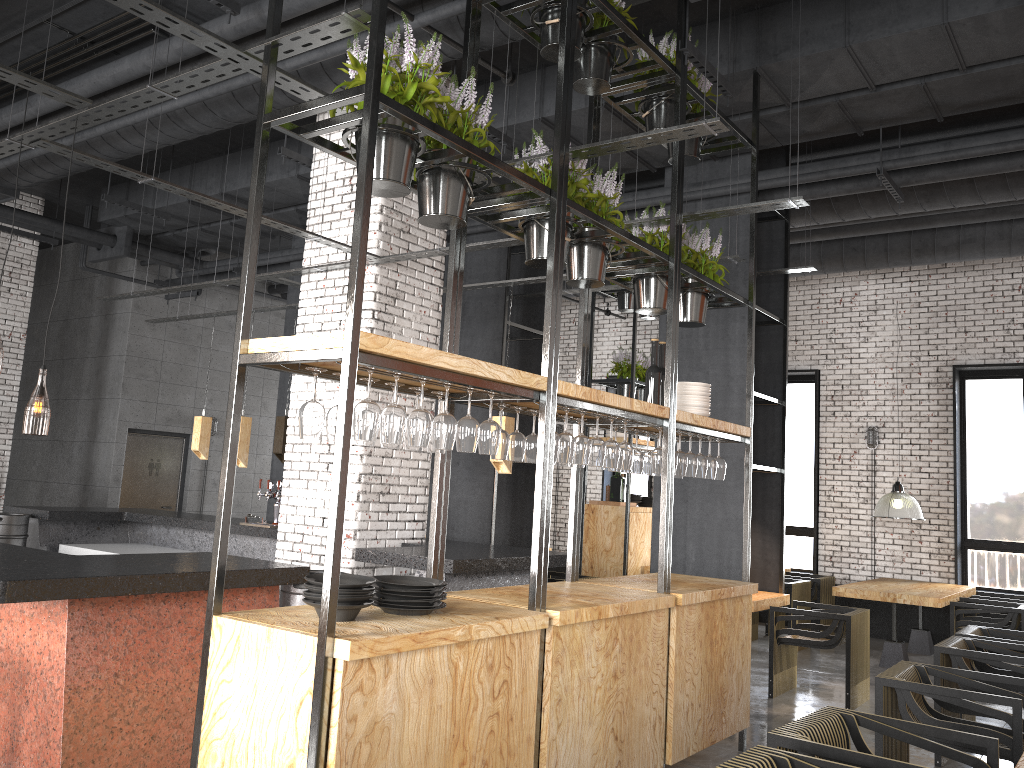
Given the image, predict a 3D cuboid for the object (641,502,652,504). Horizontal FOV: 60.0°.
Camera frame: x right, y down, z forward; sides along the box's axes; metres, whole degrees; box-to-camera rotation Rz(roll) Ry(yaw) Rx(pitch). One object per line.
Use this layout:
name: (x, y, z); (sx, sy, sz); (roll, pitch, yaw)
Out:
object: (1.668, 1.486, 11.039); (0.305, 0.044, 0.305); (-2, -8, 36)

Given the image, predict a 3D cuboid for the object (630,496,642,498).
object: (1.451, 1.399, 10.774); (0.257, 0.072, 0.256); (-2, -8, 35)

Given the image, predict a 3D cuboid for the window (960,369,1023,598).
window: (5.731, 1.155, 10.535); (0.748, 2.706, 0.364); (-2, -10, 35)

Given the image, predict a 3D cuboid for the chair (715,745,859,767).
chair: (0.889, 1.550, 2.548); (0.638, 0.732, 0.655); (-2, -9, 36)

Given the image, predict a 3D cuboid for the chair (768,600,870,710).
chair: (2.530, 2.212, 7.284); (0.638, 0.732, 0.655); (-2, -9, 34)

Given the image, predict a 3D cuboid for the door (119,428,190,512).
door: (-5.358, 1.738, 13.037); (0.158, 2.109, 1.117); (-2, -10, 36)

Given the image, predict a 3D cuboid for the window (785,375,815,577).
window: (3.762, 1.206, 11.940); (0.748, 2.706, 0.364); (-2, -10, 35)

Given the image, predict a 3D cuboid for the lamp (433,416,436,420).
lamp: (-0.571, -0.123, 7.486); (0.127, 1.399, 0.127); (-2, -10, 35)

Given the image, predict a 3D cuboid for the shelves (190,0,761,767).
shelves: (0.336, -0.406, 4.610); (0.689, 5.033, 3.651); (-2, -9, 36)

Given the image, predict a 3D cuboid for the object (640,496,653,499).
object: (1.671, 1.423, 11.049); (0.306, 0.040, 0.305); (1, -7, 19)

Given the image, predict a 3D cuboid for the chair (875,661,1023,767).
chair: (2.236, 1.857, 4.459); (0.638, 0.732, 0.655); (-2, -9, 34)

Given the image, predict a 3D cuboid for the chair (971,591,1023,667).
chair: (5.263, 2.624, 9.389); (0.638, 0.732, 0.655); (-1, -9, 33)

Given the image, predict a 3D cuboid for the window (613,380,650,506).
window: (1.825, 1.257, 13.321); (0.748, 2.706, 0.364); (-2, -10, 35)

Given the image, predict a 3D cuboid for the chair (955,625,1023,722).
chair: (3.543, 2.151, 6.272); (0.638, 0.732, 0.655); (-2, -9, 35)

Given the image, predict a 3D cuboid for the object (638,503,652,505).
object: (1.668, 1.501, 11.036); (0.305, 0.041, 0.305); (8, -8, -36)

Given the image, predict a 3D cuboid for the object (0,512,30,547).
object: (-4.861, 1.755, 8.428); (0.399, 1.038, 0.397); (6, -8, -19)

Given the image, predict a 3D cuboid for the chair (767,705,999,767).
chair: (1.354, 1.657, 3.218); (0.638, 0.732, 0.655); (-2, -9, 38)

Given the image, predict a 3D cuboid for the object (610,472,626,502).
object: (1.241, 1.133, 10.382); (0.156, 0.555, 0.106); (-2, -10, 35)

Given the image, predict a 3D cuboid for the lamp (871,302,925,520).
lamp: (4.252, 0.266, 9.769); (0.536, 2.412, 0.535); (6, -8, -18)

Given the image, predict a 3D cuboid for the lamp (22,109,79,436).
lamp: (-2.146, -0.558, 4.183); (0.108, 1.603, 0.108); (7, -9, -22)

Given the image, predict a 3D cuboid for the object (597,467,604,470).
object: (1.054, 0.876, 10.476); (0.101, 0.268, 0.100); (6, -8, -17)

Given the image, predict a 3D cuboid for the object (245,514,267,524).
object: (-2.392, 1.264, 8.289); (0.177, 0.091, 0.090); (2, -7, 11)

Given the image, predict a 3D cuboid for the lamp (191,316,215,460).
lamp: (-3.223, 0.022, 9.363); (0.127, 1.551, 0.127); (-2, -10, 35)

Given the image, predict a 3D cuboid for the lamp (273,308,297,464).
lamp: (-2.164, -0.006, 8.608); (0.127, 1.551, 0.127); (-2, -10, 35)

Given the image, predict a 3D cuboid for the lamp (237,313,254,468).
lamp: (-2.695, 0.038, 8.981); (0.127, 1.611, 0.127); (-2, -10, 35)

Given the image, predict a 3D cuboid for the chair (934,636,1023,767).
chair: (3.083, 2.045, 5.610); (0.638, 0.732, 0.655); (-2, -9, 36)

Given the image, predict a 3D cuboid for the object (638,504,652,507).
object: (1.666, 1.512, 11.036); (0.305, 0.035, 0.305); (5, -7, -16)

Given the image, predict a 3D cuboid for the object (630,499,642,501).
object: (1.449, 1.428, 10.769); (0.257, 0.076, 0.256); (-2, -8, 35)

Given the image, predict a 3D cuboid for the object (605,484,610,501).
object: (1.160, 1.337, 10.714); (0.056, 0.249, 0.056); (-1, -9, 28)

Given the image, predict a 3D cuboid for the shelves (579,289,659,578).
shelves: (1.780, 0.479, 11.320); (0.689, 5.033, 2.327); (-2, -10, 36)

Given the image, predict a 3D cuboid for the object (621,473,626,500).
object: (1.284, 1.239, 10.459); (0.107, 0.369, 0.070); (-2, -10, 35)

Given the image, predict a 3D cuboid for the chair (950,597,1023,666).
chair: (4.637, 2.490, 8.571); (0.638, 0.732, 0.655); (-2, -9, 34)

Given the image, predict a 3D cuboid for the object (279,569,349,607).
object: (-1.086, 1.538, 4.741); (0.399, 1.038, 0.397); (6, -8, -19)

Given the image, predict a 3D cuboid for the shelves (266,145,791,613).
shelves: (-0.154, -0.149, 9.638); (6.145, 4.379, 1.001); (-2, -9, 35)

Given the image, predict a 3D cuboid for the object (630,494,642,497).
object: (1.454, 1.373, 10.778); (0.257, 0.076, 0.256); (5, -7, -17)

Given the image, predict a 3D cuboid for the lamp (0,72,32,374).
lamp: (-2.568, -0.842, 4.538); (0.108, 1.603, 0.108); (7, -9, -22)

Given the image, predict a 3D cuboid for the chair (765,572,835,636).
chair: (3.475, 2.672, 10.677); (0.638, 0.732, 0.655); (-2, -9, 34)

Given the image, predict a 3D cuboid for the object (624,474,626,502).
object: (1.321, 1.248, 10.512); (0.107, 0.369, 0.070); (-2, -10, 35)

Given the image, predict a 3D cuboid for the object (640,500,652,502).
object: (1.670, 1.463, 11.042); (0.305, 0.042, 0.305); (4, -7, -7)

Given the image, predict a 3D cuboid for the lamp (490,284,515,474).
lamp: (-0.046, -0.061, 7.098); (0.127, 1.551, 0.127); (-2, -10, 35)

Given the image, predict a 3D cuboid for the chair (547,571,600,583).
chair: (0.412, 2.263, 8.759); (0.638, 0.732, 0.655); (-2, -9, 37)

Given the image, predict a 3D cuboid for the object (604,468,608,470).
object: (1.134, 0.894, 10.587); (0.101, 0.268, 0.100); (6, -8, -17)

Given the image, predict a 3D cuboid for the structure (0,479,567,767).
structure: (-3.100, 1.434, 6.745); (5.874, 1.538, 4.300); (-2, -8, 36)

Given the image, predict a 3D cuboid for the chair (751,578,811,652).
chair: (2.889, 2.537, 9.830); (0.638, 0.732, 0.655); (-2, -9, 36)

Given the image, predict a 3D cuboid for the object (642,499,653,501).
object: (1.670, 1.449, 11.045); (0.306, 0.037, 0.305); (-2, -9, 37)
